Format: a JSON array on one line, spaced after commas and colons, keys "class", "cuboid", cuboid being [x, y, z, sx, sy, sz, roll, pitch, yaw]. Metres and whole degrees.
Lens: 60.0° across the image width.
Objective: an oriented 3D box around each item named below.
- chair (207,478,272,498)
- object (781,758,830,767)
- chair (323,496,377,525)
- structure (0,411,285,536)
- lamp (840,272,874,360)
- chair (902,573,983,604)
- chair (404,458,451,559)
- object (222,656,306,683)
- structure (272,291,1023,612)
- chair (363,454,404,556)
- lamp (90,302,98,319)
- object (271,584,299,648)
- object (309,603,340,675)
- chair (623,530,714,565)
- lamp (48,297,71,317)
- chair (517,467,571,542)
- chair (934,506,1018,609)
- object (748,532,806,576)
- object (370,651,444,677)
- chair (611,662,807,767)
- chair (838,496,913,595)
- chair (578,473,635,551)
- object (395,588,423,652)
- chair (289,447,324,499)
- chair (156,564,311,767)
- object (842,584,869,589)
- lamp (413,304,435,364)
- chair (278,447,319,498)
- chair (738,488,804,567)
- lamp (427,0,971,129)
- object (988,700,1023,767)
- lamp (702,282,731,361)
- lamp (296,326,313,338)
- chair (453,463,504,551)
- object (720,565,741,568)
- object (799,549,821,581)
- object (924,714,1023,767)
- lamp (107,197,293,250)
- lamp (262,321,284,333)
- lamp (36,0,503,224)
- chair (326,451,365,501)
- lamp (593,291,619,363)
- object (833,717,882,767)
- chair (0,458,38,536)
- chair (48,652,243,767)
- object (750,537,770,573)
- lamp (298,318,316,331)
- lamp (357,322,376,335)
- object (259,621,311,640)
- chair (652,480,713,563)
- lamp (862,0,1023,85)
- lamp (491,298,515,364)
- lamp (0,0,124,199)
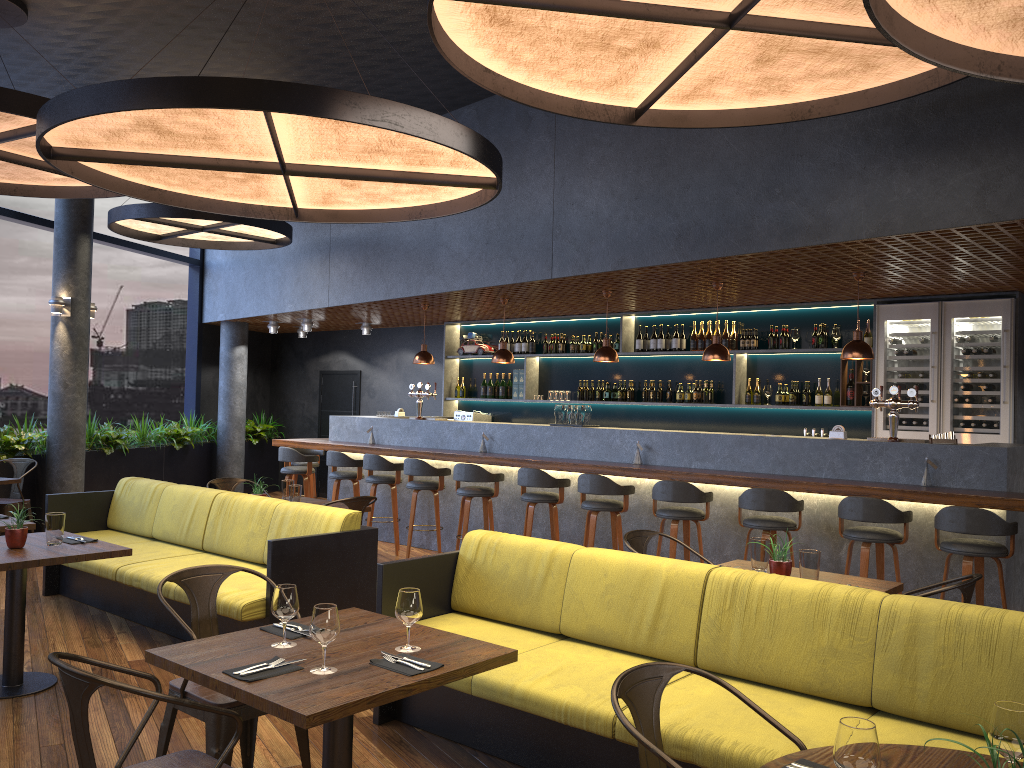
[{"class": "chair", "cuboid": [-2.263, 1.261, 7.400, 0.541, 0.917, 0.504, 0, -1, 41]}, {"class": "object", "cuboid": [0.750, 0.922, 2.059, 0.157, 0.019, 0.255, 2, -2, -43]}, {"class": "chair", "cuboid": [-1.300, 1.269, 6.583, 0.541, 0.917, 0.504, 0, -1, 41]}, {"class": "structure", "cuboid": [-6.085, 0.925, 7.694, 0.808, 1.413, 17.112, 1, -1, 15]}, {"class": "lamp", "cuboid": [2.708, -0.532, 6.939, 0.250, 0.673, 0.250, 2, -1, -17]}, {"class": "chair", "cuboid": [1.832, 1.298, 4.048, 0.541, 0.917, 0.504, 0, -1, 41]}, {"class": "chair", "cuboid": [-0.873, 1.259, 8.860, 0.438, 1.048, 0.483, 2, -1, -21]}, {"class": "object", "cuboid": [-0.773, 0.899, 2.820, 0.157, 0.019, 0.255, 0, -1, 41]}, {"class": "structure", "cuboid": [1.529, 0.491, 8.732, 9.298, 2.700, 2.700, 0, -1, 40]}, {"class": "chair", "cuboid": [-1.345, 1.257, 9.360, 0.483, 1.048, 0.438, 1, -1, 12]}, {"class": "lamp", "cuboid": [-4.949, -0.852, 10.373, 0.215, 0.215, 0.189, 1, -1, 19]}, {"class": "object", "cuboid": [-0.794, 0.810, 3.102, 0.097, 0.206, 0.097, 1, -1, 32]}, {"class": "object", "cuboid": [-0.597, 0.809, 2.823, 0.097, 0.206, 0.097, 0, -1, 41]}, {"class": "chair", "cuboid": [0.883, 1.290, 4.853, 0.541, 0.917, 0.504, 0, -1, 41]}, {"class": "lamp", "cuboid": [-5.034, -0.865, 9.816, 0.215, 0.215, 0.189, 1, -1, 1]}, {"class": "chair", "cuboid": [0.279, 1.270, 7.982, 0.483, 1.048, 0.438, 1, -1, 12]}, {"class": "chair", "cuboid": [2.932, 1.292, 5.662, 0.438, 1.048, 0.483, 2, -1, -21]}, {"class": "object", "cuboid": [1.347, 0.854, 4.450, 0.238, 0.271, 0.260, 2, -1, -28]}, {"class": "object", "cuboid": [-0.361, 0.911, 2.915, 0.255, 0.019, 0.157, 0, -1, 41]}, {"class": "chair", "cuboid": [0.523, 1.230, 2.238, 0.541, 0.917, 0.504, 0, -1, 41]}, {"class": "chair", "cuboid": [2.500, 1.290, 6.115, 0.483, 1.048, 0.438, 1, -1, 12]}, {"class": "chair", "cuboid": [0.765, 1.273, 7.498, 0.438, 1.048, 0.483, 2, -1, -21]}, {"class": "object", "cuboid": [-0.360, 0.820, 3.091, 0.097, 0.206, 0.097, 1, -1, 32]}, {"class": "chair", "cuboid": [-2.628, 1.260, 11.209, 0.483, 1.048, 0.438, 2, -1, -21]}, {"class": "chair", "cuboid": [-1.112, 1.214, 3.500, 0.541, 0.917, 0.504, 0, -1, 41]}, {"class": "object", "cuboid": [1.597, 0.982, 4.244, 0.157, 0.019, 0.255, 1, -1, 40]}, {"class": "lamp", "cuboid": [-0.995, -0.564, 10.077, 0.250, 0.673, 0.250, 1, -1, 28]}, {"class": "chair", "cuboid": [-2.465, 1.246, 10.235, 0.483, 1.048, 0.438, 1, -1, 12]}, {"class": "chair", "cuboid": [1.904, 1.284, 6.613, 0.438, 1.048, 0.483, 2, -1, -35]}, {"class": "lamp", "cuboid": [1.019, -2.181, 4.092, 2.778, 1.159, 2.778, 1, -1, 1]}, {"class": "object", "cuboid": [1.139, 0.837, 2.022, 0.097, 0.206, 0.097, 2, -1, -8]}, {"class": "lamp", "cuboid": [1.786, -0.540, 7.720, 0.250, 0.673, 0.250, 2, -1, -17]}, {"class": "lamp", "cuboid": [-3.261, -0.809, 13.809, 0.228, 0.172, 0.228, 0, -1, 40]}, {"class": "chair", "cuboid": [-0.345, 1.262, 8.359, 0.438, 1.048, 0.483, 2, -1, -30]}, {"class": "object", "cuboid": [1.131, 0.979, 4.681, 0.157, 0.019, 0.255, 1, -1, 40]}, {"class": "object", "cuboid": [1.445, 0.900, 4.308, 0.102, 0.178, 0.102, 1, -1, 26]}, {"class": "object", "cuboid": [1.022, 0.795, 1.805, 0.238, 0.271, 0.260, 2, -1, -28]}, {"class": "lamp", "cuboid": [-3.507, -2.237, 10.112, 1.979, 1.093, 1.979, 1, -1, 4]}, {"class": "lamp", "cuboid": [-3.489, -0.831, 12.963, 0.228, 0.172, 0.228, 0, -1, 40]}, {"class": "lamp", "cuboid": [-1.434, -2.035, 5.652, 2.778, 1.475, 2.778, 1, -1, 5]}, {"class": "chair", "cuboid": [-1.808, 1.252, 9.737, 0.483, 1.048, 0.438, 1, -1, 12]}, {"class": "lamp", "cuboid": [0.906, -0.548, 8.466, 0.250, 0.673, 0.250, 2, -1, -17]}, {"class": "object", "cuboid": [0.734, 0.824, 1.888, 0.097, 0.206, 0.097, 2, -1, -25]}, {"class": "chair", "cuboid": [-5.104, 1.219, 8.915, 0.504, 0.917, 0.541, 1, -1, 5]}, {"class": "chair", "cuboid": [-1.024, 1.197, 2.523, 0.504, 0.917, 0.541, 0, -1, 41]}, {"class": "object", "cuboid": [1.305, 0.904, 4.670, 0.102, 0.178, 0.102, 2, -1, -14]}, {"class": "lamp", "cuboid": [-2.864, -0.826, 12.411, 0.228, 0.172, 0.228, 0, -1, 40]}, {"class": "lamp", "cuboid": [-2.108, -0.799, 12.832, 0.228, 0.172, 0.228, 0, -1, 40]}, {"class": "object", "cuboid": [-0.798, 0.907, 3.274, 0.255, 0.019, 0.157, 0, -1, 41]}, {"class": "chair", "cuboid": [1.351, 1.279, 7.053, 0.483, 1.048, 0.438, 1, -1, 1]}, {"class": "lamp", "cuboid": [2.428, -2.003, 2.351, 2.778, 1.475, 2.778, 0, -2, 44]}, {"class": "lamp", "cuboid": [-0.085, -0.556, 9.305, 0.250, 0.673, 0.250, 2, -1, -17]}, {"class": "lamp", "cuboid": [-4.015, -2.260, 6.538, 2.778, 1.159, 2.778, 2, -1, -14]}]
